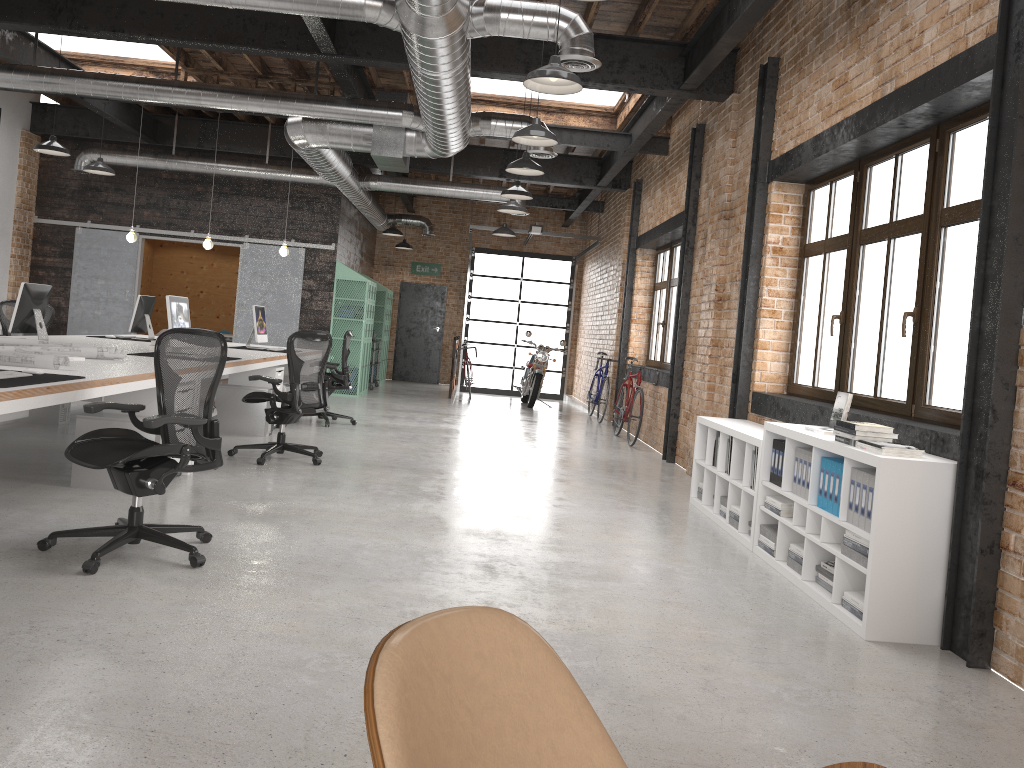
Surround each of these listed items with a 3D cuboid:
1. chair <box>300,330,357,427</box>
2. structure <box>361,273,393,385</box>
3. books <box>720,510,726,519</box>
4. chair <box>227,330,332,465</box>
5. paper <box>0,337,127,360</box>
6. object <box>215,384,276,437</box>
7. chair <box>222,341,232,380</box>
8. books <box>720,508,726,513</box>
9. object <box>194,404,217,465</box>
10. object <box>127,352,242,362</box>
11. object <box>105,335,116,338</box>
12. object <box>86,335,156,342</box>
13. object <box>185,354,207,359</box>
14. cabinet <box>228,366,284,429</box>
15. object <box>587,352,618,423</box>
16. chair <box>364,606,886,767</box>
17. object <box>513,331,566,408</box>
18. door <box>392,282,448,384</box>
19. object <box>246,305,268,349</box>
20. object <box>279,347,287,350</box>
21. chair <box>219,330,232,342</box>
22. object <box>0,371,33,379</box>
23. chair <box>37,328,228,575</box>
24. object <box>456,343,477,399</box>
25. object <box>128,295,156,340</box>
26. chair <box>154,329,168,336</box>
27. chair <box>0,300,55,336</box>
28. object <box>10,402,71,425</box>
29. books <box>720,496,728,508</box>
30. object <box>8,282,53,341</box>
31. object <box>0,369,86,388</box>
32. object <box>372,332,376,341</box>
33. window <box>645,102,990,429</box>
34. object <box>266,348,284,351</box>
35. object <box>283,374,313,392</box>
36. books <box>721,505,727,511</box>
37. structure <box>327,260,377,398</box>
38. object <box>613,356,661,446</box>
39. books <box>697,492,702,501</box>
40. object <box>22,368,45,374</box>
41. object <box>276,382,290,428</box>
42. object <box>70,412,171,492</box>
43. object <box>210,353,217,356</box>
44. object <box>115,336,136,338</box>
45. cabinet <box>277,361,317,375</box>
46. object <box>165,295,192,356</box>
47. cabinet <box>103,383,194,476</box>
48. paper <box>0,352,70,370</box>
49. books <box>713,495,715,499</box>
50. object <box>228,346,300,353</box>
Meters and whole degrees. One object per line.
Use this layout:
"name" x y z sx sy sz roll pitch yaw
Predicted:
"chair" -2.117 -0.099 10.046 0.791 1.085 0.772 4 1 -24
"structure" -2.703 -1.073 17.392 0.556 2.099 1.119 5 1 -3
"books" 1.581 0.914 6.147 0.207 0.061 0.274 5 3 -3
"chair" -1.874 0.078 7.270 0.793 1.085 0.771 5 1 6
"paper" -3.367 -0.265 6.280 0.974 0.105 1.078 3 4 -38
"object" -2.596 0.255 8.635 0.541 0.455 0.221 5 1 -3
"chair" -5.034 -0.479 14.945 0.617 0.777 0.581 5 1 -8
"books" 1.587 0.889 6.139 0.219 0.034 0.260 5 3 -3
"object" -2.361 0.384 6.580 0.250 0.465 0.338 5 1 -3
"object" -2.669 -0.225 7.289 0.687 0.008 0.849 5 3 -3
"object" -4.284 -0.509 9.456 0.106 0.028 0.059 5 3 -1
"object" -4.186 -0.498 9.768 0.687 0.008 0.849 5 3 -4
"object" -2.557 -0.226 7.256 0.118 0.017 0.439 5 3 -3
"cabinet" -2.603 0.138 8.963 0.459 0.647 0.388 5 1 -3
"object" 1.333 0.030 13.556 0.401 1.039 1.741 5 2 -8
"chair" 0.253 0.777 1.160 0.855 0.752 0.869 4 2 -26
"object" 0.444 -0.266 15.965 0.812 1.359 2.181 5 2 -15
"door" -1.960 -1.088 18.839 0.998 2.098 0.218 5 0 -3
"object" -2.881 -0.645 10.035 0.189 0.485 0.484 5 2 -3
"object" -2.686 -0.417 10.349 0.106 0.028 0.059 5 3 -4
"chair" -5.577 -0.637 16.901 0.617 0.777 0.581 5 1 -8
"object" -2.420 -0.040 4.165 0.118 0.017 0.439 5 3 -3
"chair" -1.722 0.264 4.197 0.771 1.085 0.792 6 1 21
"object" -0.838 -0.248 16.806 0.410 1.032 1.736 5 2 4
"object" -4.049 -0.733 9.767 0.189 0.485 0.484 5 2 -3
"chair" -5.737 -0.539 14.914 0.617 0.777 0.581 5 1 -8
"chair" -5.473 -0.397 10.045 0.794 1.085 0.769 6 2 36
"object" -4.386 0.122 8.166 0.543 0.455 0.221 5 1 -3
"books" 1.594 0.834 6.153 0.217 0.078 0.291 5 3 -3
"object" -3.940 -0.585 7.301 0.189 0.485 0.484 5 2 -3
"object" -2.532 -0.038 4.179 0.687 0.008 0.849 5 3 -2
"object" -2.578 -0.884 15.815 0.309 0.262 0.460 5 2 -2
"window" 2.152 -0.827 8.247 0.147 1.689 8.648 5 3 -3
"object" -2.680 -0.392 10.021 0.118 0.017 0.439 5 3 -3
"object" -2.690 0.126 10.774 0.541 0.455 0.221 5 1 -3
"books" 1.588 0.871 6.135 0.214 0.046 0.252 5 3 -3
"structure" -2.567 -0.889 14.323 0.556 2.099 1.119 5 1 -3
"object" 1.447 0.185 10.975 0.401 1.039 1.741 5 2 -8
"books" 1.560 0.873 6.776 0.217 0.072 0.290 5 3 -3
"object" -2.427 -0.066 4.492 0.106 0.028 0.059 5 3 -4
"object" -2.484 0.217 9.368 0.250 0.465 0.338 5 1 -3
"object" -2.463 0.435 5.627 0.541 0.455 0.221 5 1 -3
"object" -2.564 -0.251 7.584 0.106 0.028 0.059 5 3 -4
"object" -4.292 -0.522 9.784 0.118 0.017 0.439 5 3 -3
"cabinet" -2.698 0.009 11.103 0.459 0.647 0.388 5 1 -3
"object" -2.759 -0.479 7.271 0.189 0.485 0.484 5 2 -3
"cabinet" -2.472 0.316 6.003 0.459 0.647 0.388 5 1 -3
"paper" -3.059 -0.162 4.901 1.133 0.082 0.083 5 2 -8
"books" 1.614 0.846 6.465 0.222 0.055 0.282 5 3 -2
"object" -2.792 -0.391 10.053 0.687 0.008 0.849 5 3 -4
